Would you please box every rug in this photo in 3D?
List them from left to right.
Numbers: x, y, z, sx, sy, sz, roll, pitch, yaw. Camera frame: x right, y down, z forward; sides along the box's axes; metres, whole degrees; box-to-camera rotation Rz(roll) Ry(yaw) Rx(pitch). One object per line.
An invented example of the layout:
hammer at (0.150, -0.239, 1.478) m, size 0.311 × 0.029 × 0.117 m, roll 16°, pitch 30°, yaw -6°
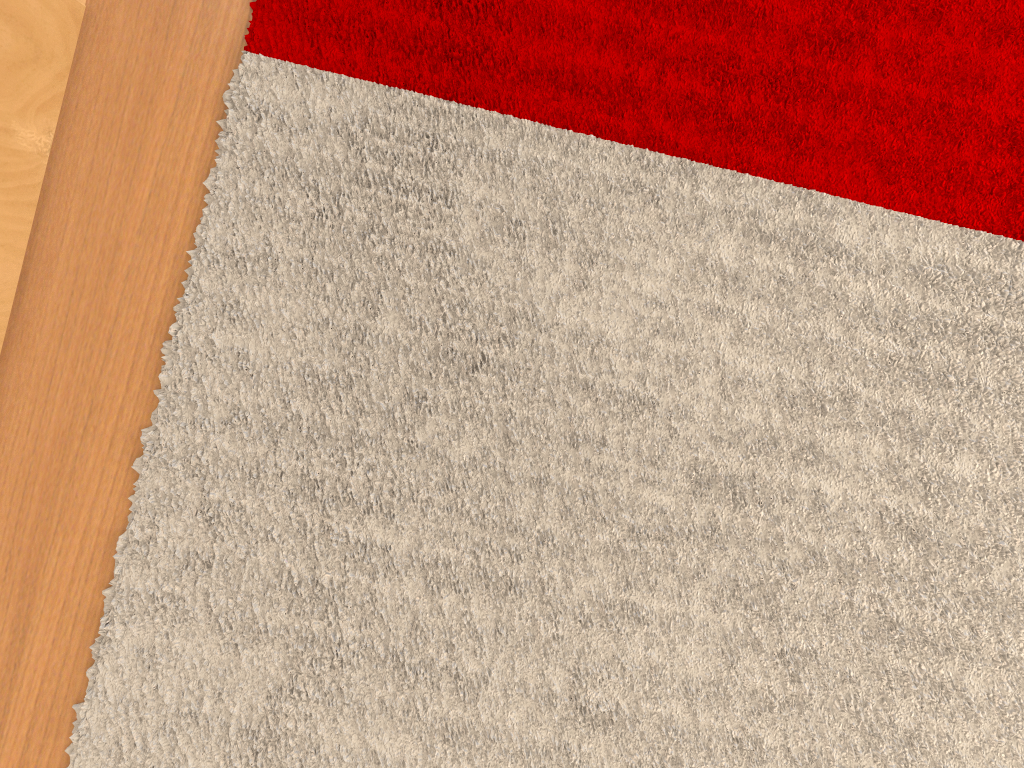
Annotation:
rug at (0.205, -0.213, 0.813) m, size 0.916 × 0.011 × 3.719 m, roll 14°, pitch 90°, yaw 0°
